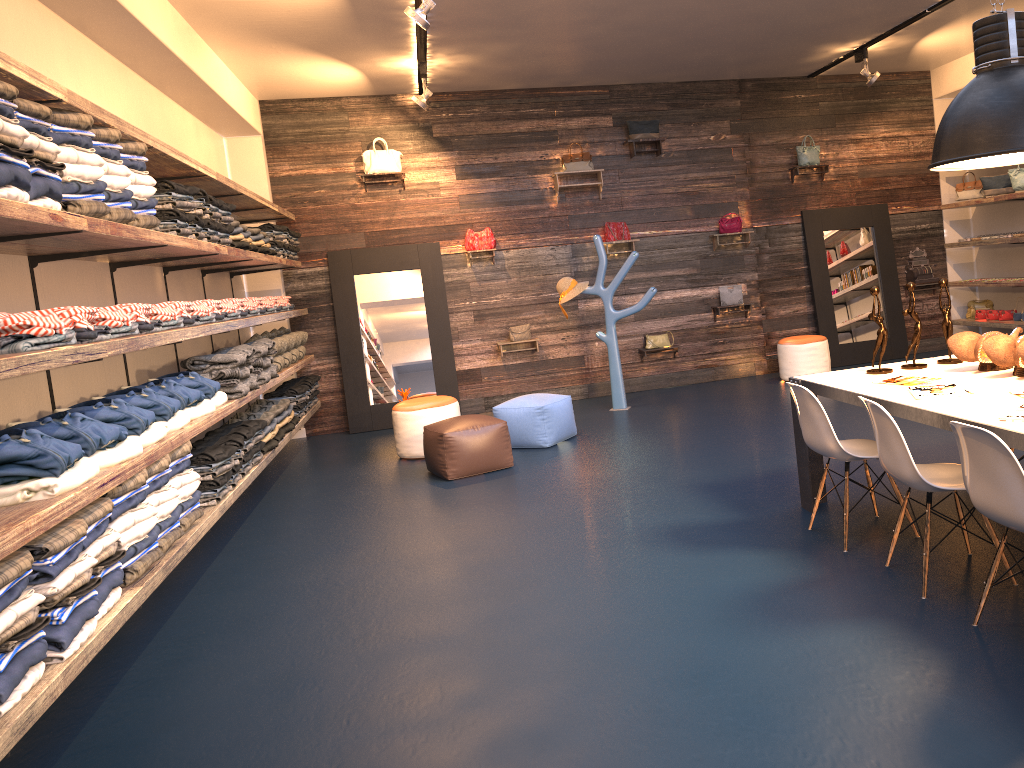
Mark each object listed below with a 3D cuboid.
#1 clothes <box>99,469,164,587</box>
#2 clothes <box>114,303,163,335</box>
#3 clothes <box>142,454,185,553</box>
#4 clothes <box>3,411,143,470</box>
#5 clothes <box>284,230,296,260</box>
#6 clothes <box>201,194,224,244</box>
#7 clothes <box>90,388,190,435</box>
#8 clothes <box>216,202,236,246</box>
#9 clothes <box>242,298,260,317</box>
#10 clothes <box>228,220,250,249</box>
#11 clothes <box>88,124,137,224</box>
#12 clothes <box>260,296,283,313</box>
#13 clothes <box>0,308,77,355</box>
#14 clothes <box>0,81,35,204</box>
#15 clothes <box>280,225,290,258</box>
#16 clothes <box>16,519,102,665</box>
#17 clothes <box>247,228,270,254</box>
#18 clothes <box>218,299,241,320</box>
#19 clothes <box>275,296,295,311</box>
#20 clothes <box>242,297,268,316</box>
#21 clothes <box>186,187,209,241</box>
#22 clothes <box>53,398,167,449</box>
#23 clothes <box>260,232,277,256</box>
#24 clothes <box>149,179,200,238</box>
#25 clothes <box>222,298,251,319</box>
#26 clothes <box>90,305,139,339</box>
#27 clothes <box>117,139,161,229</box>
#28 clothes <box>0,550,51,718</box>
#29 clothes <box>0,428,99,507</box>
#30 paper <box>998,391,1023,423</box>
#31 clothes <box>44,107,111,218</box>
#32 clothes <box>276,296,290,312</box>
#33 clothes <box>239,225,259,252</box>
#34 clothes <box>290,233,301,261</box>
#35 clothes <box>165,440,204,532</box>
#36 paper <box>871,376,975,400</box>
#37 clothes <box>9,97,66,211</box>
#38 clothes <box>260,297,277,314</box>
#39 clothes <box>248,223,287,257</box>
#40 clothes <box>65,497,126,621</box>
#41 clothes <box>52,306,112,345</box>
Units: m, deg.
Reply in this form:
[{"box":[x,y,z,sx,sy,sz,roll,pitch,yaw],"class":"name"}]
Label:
[{"box":[-1.613,0.575,3.490,0.268,0.454,0.336,-6,5,5],"class":"clothes"},{"box":[-1.864,-0.303,4.142,0.334,0.154,0.337,-7,7,-14],"class":"clothes"},{"box":[-1.644,0.540,3.807,0.268,0.454,0.336,-6,5,5],"class":"clothes"},{"box":[-1.753,0.227,3.383,0.419,0.240,0.436,-5,6,6],"class":"clothes"},{"box":[-2.247,-1.317,8.254,0.365,0.298,0.297,-7,5,-10],"class":"clothes"},{"box":[-1.955,-0.991,5.282,0.365,0.298,0.297,-7,5,-10],"class":"clothes"},{"box":[-1.829,0.141,4.170,0.440,0.240,0.415,-7,6,-10],"class":"clothes"},{"box":[-1.987,-1.026,5.600,0.358,0.298,0.303,-6,5,-3],"class":"clothes"},{"box":[-2.132,-0.568,6.640,0.343,0.158,0.327,-5,6,11],"class":"clothes"},{"box":[-2.095,-1.049,6.067,0.418,0.250,0.346,-6,6,0],"class":"clothes"},{"box":[-1.820,-0.886,3.706,0.268,0.454,0.336,-6,5,5],"class":"clothes"},{"box":[-2.214,-0.694,7.706,0.334,0.154,0.337,-7,7,-14],"class":"clothes"},{"box":[-1.786,-0.182,3.115,0.343,0.158,0.327,-5,6,11],"class":"clothes"},{"box":[-1.701,-0.763,2.713,0.258,0.409,0.316,-6,5,-2],"class":"clothes"},{"box":[-2.216,-1.283,7.938,0.387,0.298,0.303,-8,6,-21],"class":"clothes"},{"box":[-1.526,0.664,2.813,0.258,0.409,0.316,-6,5,-2],"class":"clothes"},{"box":[-2.172,-1.135,6.854,0.418,0.250,0.346,-6,6,0],"class":"clothes"},{"box":[-2.064,-0.492,5.943,0.343,0.158,0.327,-5,6,11],"class":"clothes"},{"box":[-2.282,-0.771,8.404,0.334,0.154,0.337,-7,7,-14],"class":"clothes"},{"box":[-2.142,-0.613,6.969,0.334,0.154,0.337,-7,7,-14],"class":"clothes"},{"box":[-1.924,-0.957,4.966,0.387,0.298,0.303,-8,6,-21],"class":"clothes"},{"box":[-1.790,0.184,3.772,0.440,0.240,0.415,-7,6,-10],"class":"clothes"},{"box":[-2.209,-1.177,7.238,0.433,0.250,0.334,-7,6,-12],"class":"clothes"},{"box":[-1.882,-0.923,4.653,0.381,0.298,0.319,-7,6,-7],"class":"clothes"},{"box":[-2.073,-0.537,6.271,0.334,0.154,0.337,-7,7,-14],"class":"clothes"},{"box":[-1.855,-0.258,3.813,0.343,0.158,0.327,-5,6,11],"class":"clothes"},{"box":[-1.854,-0.925,4.055,0.268,0.454,0.336,-6,5,5],"class":"clothes"},{"box":[-1.519,0.705,2.470,0.258,0.409,0.316,-6,5,-2],"class":"clothes"},{"box":[-1.710,0.274,2.954,0.440,0.240,0.415,-7,6,-10],"class":"clothes"},{"box":[2.097,0.076,3.388,0.309,0.014,0.780,-1,8,32],"class":"paper"},{"box":[-1.789,-0.852,3.389,0.268,0.454,0.336,-6,5,5],"class":"clothes"},{"box":[-2.273,-0.726,8.075,0.343,0.158,0.327,-5,6,11],"class":"clothes"},{"box":[-2.131,-1.091,6.451,0.433,0.250,0.334,-7,6,-12],"class":"clothes"},{"box":[-2.279,-1.352,8.572,0.358,0.298,0.303,-6,5,-3],"class":"clothes"},{"box":[-1.679,0.502,4.156,0.268,0.454,0.336,-6,5,5],"class":"clothes"},{"box":[1.942,0.007,4.089,0.335,0.014,0.722,-5,7,3],"class":"paper"},{"box":[-1.759,-0.794,3.026,0.258,0.409,0.316,-6,5,-2],"class":"clothes"},{"box":[-2.205,-0.649,7.378,0.343,0.158,0.327,-5,6,11],"class":"clothes"},{"box":[-2.174,-1.249,7.624,0.381,0.298,0.319,-7,6,-7],"class":"clothes"},{"box":[-1.583,0.633,3.126,0.258,0.409,0.316,-6,5,-2],"class":"clothes"},{"box":[-1.795,-0.226,3.444,0.334,0.154,0.337,-7,7,-14],"class":"clothes"}]
